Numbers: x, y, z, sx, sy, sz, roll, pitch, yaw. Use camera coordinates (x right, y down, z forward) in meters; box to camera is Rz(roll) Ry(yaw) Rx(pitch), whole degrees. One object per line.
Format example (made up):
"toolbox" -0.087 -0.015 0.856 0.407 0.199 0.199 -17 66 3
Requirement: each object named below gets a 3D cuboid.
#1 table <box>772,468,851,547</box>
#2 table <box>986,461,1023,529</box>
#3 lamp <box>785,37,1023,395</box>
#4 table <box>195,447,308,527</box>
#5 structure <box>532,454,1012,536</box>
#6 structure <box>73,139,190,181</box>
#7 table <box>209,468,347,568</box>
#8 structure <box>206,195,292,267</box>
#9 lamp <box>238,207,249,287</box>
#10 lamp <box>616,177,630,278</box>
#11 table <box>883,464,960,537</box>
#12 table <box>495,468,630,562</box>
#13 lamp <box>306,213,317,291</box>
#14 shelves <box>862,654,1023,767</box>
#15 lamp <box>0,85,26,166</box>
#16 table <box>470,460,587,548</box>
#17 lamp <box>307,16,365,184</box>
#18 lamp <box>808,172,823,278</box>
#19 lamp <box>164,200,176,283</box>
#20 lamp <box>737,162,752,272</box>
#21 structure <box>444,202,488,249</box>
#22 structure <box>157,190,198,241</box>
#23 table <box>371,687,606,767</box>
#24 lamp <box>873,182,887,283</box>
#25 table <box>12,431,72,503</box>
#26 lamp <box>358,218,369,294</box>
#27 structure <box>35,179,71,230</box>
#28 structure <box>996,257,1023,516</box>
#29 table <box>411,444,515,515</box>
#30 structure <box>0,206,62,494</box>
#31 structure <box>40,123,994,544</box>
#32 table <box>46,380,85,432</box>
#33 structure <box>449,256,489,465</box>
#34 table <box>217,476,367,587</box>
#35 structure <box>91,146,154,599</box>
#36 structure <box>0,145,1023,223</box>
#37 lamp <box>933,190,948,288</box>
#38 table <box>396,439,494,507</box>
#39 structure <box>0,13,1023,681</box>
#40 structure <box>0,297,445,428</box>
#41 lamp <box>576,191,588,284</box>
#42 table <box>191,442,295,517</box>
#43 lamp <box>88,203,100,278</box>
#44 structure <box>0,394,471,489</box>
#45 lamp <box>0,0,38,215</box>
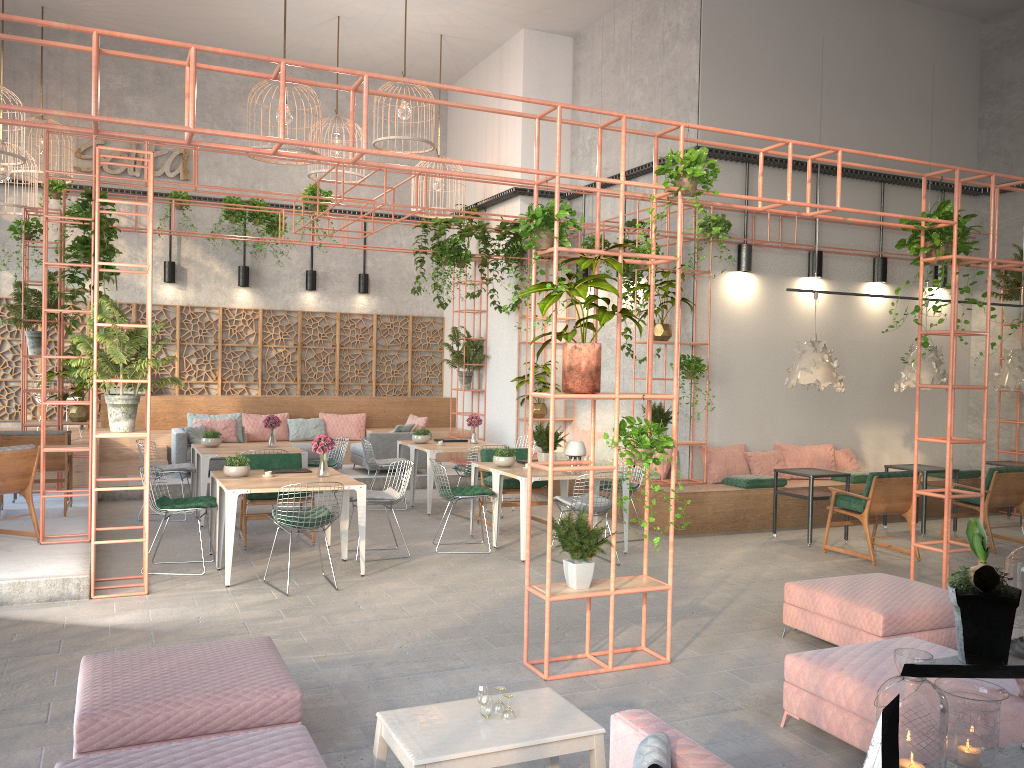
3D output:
"table" 3.434 1.404 10.215 0.602 0.798 0.635 1 1 -24
"table" 6.630 1.444 11.665 0.602 0.798 0.635 1 1 -24
"lamp" 5.143 -1.908 10.900 4.456 4.052 0.704 1 1 -24
"table" -3.140 1.217 10.678 1.214 0.830 0.694 1 1 -24
"structure" 3.594 1.486 13.470 5.831 0.500 4.386 1 1 -24
"structure" -6.394 -3.843 14.960 1.807 0.695 0.087 1 1 -24
"table" -2.303 1.290 8.703 1.205 0.830 0.694 1 1 -24
"structure" -4.420 -2.640 14.966 1.434 1.290 0.670 1 1 -24
"lamp" -4.734 -2.435 15.664 0.185 1.436 0.185 2 1 16
"lamp" 1.601 -2.240 12.666 0.185 1.425 0.179 1 1 -24
"table" 5.032 1.424 10.940 0.602 0.798 0.635 1 1 -24
"table" 0.516 1.327 9.236 1.214 0.830 0.694 1 1 -24
"lamp" -3.652 -2.422 16.155 0.185 1.436 0.185 2 1 16
"shelves" 1.582 1.113 2.838 0.842 1.618 0.856 1 1 -24
"lamp" -6.545 -4.564 11.054 0.883 3.476 0.883 2 1 28
"table" 0.225 1.308 9.868 1.205 0.830 0.694 1 1 -24
"lamp" -2.706 -4.956 13.827 0.883 3.476 0.883 2 1 28
"lamp" 4.165 -2.173 12.121 0.179 1.425 0.185 1 1 -24
"lamp" -5.849 -2.449 15.158 0.185 1.436 0.185 2 1 16
"lamp" 3.064 -2.186 11.622 0.179 1.425 0.185 1 1 -24
"structure" -0.808 -2.751 15.376 0.903 0.803 0.934 2 1 37
"structure" -5.481 -2.813 14.532 0.605 0.972 0.587 1 1 -26
"table" -0.102 1.636 3.722 0.916 0.455 0.520 1 1 -24
"lamp" 5.255 -2.159 12.616 0.179 1.425 0.185 1 1 -24
"table" -5.693 0.991 10.762 0.602 0.798 0.635 1 1 -24
"lamp" -2.760 -2.411 16.560 0.179 1.436 0.185 1 1 -24
"structure" -7.109 -2.833 13.793 0.605 0.972 0.587 1 1 -26
"structure" 7.235 0.037 12.407 0.430 3.597 0.630 1 1 -24
"table" -0.648 1.248 11.806 1.214 0.830 0.694 1 1 -24
"structure" -6.147 -0.433 11.282 0.722 3.623 0.748 1 1 -24
"structure" 1.231 -0.679 12.614 14.096 4.345 4.501 1 1 -26
"table" -7.059 0.346 13.958 0.602 0.798 0.635 1 1 -24
"structure" -0.759 -0.408 15.547 0.424 3.596 0.624 1 1 -24
"table" -2.012 1.309 8.070 1.214 0.830 0.694 1 1 -24
"structure" -3.251 -0.090 7.397 0.424 3.602 0.624 1 1 -24
"structure" 0.518 -2.941 9.707 15.203 0.110 15.603 1 1 -24
"lamp" 6.355 -2.146 13.115 0.179 1.425 0.185 1 1 -24
"table" -0.939 1.229 12.438 1.205 0.830 0.694 1 1 -24
"structure" 2.883 0.072 5.095 14.689 4.247 4.157 1 1 -24
"structure" -5.142 -0.304 15.647 9.782 2.103 0.132 1 1 -24
"lamp" 1.103 -2.274 13.766 0.185 1.425 0.179 1 1 -24
"table" -3.430 1.198 11.309 1.205 0.830 0.694 1 1 -24
"lamp" -6.910 -2.462 14.677 0.185 1.436 0.185 2 1 16
"structure" -4.748 0.788 14.025 9.152 1.111 3.396 1 1 -24
"lamp" -7.078 -4.168 12.343 0.883 3.476 0.883 2 1 28
